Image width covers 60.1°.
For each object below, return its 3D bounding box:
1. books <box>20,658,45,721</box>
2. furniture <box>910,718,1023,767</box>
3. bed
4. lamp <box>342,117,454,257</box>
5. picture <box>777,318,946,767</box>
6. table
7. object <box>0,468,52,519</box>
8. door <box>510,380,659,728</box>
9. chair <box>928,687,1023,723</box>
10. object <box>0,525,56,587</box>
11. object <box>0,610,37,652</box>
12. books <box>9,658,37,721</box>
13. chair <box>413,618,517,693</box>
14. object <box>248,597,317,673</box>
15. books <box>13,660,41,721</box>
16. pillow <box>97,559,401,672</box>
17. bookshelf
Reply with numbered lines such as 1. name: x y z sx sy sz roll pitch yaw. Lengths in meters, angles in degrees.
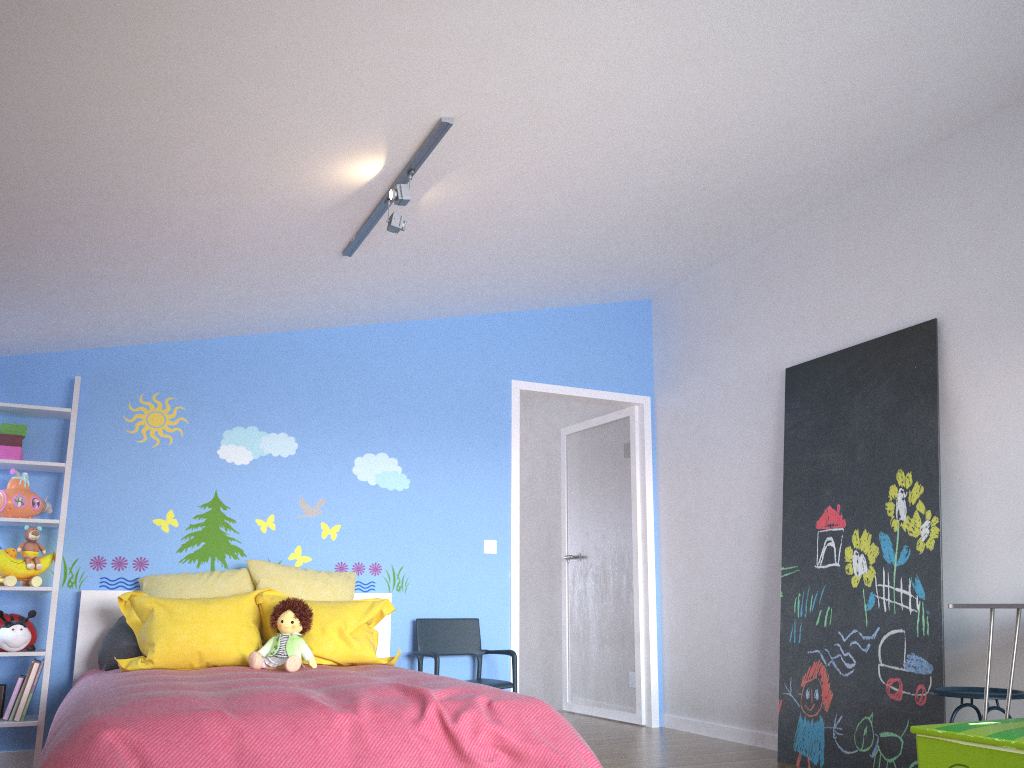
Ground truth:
1. books: -1.543 5.114 5.805 0.360 6.636 5.450 -3 -13 15
2. furniture: 1.491 1.088 2.156 0.482 0.414 0.820 6 -15 -25
3. bed: -0.881 1.221 3.503 1.930 0.802 2.339 7 -15 -25
4. lamp: -0.453 -0.648 3.314 0.124 0.142 1.216 5 -15 -21
5. picture: 1.601 0.780 4.148 0.208 1.997 0.966 5 -13 -25
6. table: 2.055 0.990 2.428 0.809 0.750 1.347 6 -15 -25
7. object: -2.272 0.517 4.126 0.158 0.231 0.298 -8 -15 34
8. door: 0.247 1.173 5.978 1.035 2.106 1.007 6 -13 -25
9. chair: 1.656 1.312 3.101 0.365 0.457 0.328 6 -13 -25
10. object: -2.230 0.780 4.021 0.154 0.278 0.375 -9 -16 36
11. object: -2.262 1.102 3.953 0.253 0.181 0.325 5 -14 -18
12. books: -2.179 1.359 3.948 0.078 0.251 0.211 6 -13 -25
13. chair: -0.280 1.620 4.813 0.513 0.667 0.420 7 -14 -28
14. object: -1.002 1.110 3.904 0.286 0.338 0.254 -2 -12 9
15. books: -2.142 1.355 3.920 0.080 0.245 0.199 6 -13 -25
16. pillow: -1.234 1.099 4.248 1.347 0.526 0.686 6 -14 -24
17. bookshelf: -2.273 0.817 4.041 0.392 1.831 0.384 6 -13 -25
